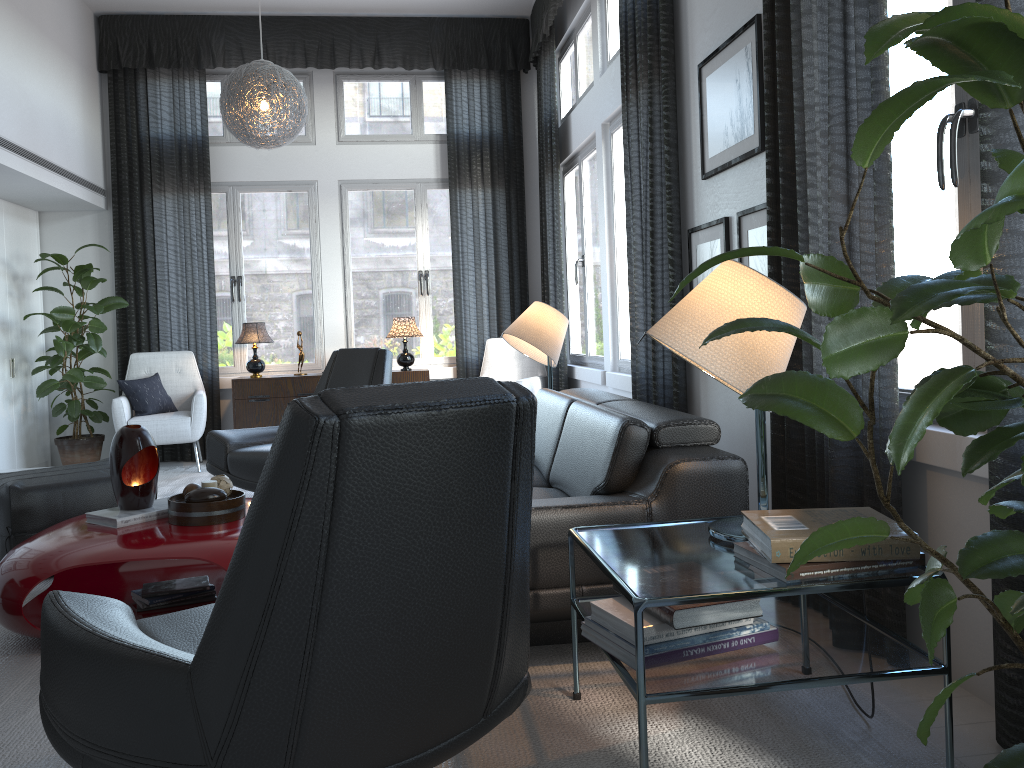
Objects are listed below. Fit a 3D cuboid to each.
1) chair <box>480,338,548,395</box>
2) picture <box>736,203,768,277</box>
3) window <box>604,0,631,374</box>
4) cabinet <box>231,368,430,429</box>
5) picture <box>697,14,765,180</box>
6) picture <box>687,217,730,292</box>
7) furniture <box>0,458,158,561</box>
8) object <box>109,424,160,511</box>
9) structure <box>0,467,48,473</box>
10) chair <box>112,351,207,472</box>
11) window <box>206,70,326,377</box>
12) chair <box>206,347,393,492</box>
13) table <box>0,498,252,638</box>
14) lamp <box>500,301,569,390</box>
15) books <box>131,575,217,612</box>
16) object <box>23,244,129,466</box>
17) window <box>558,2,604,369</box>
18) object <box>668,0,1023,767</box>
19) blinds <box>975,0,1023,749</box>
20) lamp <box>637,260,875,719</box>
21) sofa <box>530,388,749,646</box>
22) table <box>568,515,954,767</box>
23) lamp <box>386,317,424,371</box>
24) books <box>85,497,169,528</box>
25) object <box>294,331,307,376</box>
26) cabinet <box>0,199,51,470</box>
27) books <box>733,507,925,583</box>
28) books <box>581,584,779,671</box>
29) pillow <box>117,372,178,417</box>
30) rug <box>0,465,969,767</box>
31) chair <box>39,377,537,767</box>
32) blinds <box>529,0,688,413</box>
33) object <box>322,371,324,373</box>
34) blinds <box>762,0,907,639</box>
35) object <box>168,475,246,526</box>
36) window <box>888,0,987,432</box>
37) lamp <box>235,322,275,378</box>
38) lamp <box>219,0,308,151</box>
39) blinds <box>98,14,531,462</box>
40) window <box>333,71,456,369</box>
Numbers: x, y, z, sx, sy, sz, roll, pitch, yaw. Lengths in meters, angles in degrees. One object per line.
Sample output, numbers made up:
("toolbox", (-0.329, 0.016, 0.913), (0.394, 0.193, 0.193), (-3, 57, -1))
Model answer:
("chair", (-0.073, 0.075, 6.502), (0.593, 0.822, 0.614), (-1, 2, 22))
("picture", (0.873, -0.459, 3.065), (0.020, 0.326, 0.428), (-2, 3, -8))
("window", (0.674, -1.194, 4.638), (0.133, 2.321, 1.269), (-2, 2, -8))
("cabinet", (-1.307, 0.229, 6.554), (1.399, 0.612, 0.386), (-3, 2, -8))
("picture", (0.813, -1.048, 3.320), (0.020, 0.466, 0.589), (-2, 3, -8))
("picture", (0.798, -0.489, 3.600), (0.020, 0.326, 0.428), (-2, 3, -8))
("furniture", (-1.863, 0.543, 3.710), (0.600, 0.377, 0.614), (-5, 4, -44))
("object", (-1.274, 0.278, 2.985), (0.151, 0.280, 0.153), (-1, 2, 32))
("structure", (-2.473, 0.787, 1.870), (0.393, 0.135, 7.217), (-3, 4, -8))
("chair", (-2.442, 0.188, 6.189), (0.594, 0.822, 0.613), (-3, 2, -18))
("window", (-2.109, -1.215, 6.730), (1.268, 2.321, 0.133), (-3, 1, -8))
("chair", (-0.963, 0.235, 4.459), (0.840, 0.809, 0.806), (-1, 3, 30))
("table", (-1.150, 0.592, 2.992), (0.942, 0.300, 0.940), (-3, 3, -8))
("lamp", (0.403, 0.095, 4.182), (0.475, 1.014, 1.168), (-3, 3, -34))
("books", (-1.142, 0.707, 3.013), (0.272, 0.054, 0.204), (-4, 4, -32))
("object", (-2.960, -0.163, 6.024), (0.936, 1.588, 0.640), (-1, 2, 37))
("window", (0.479, -1.274, 6.042), (0.133, 2.321, 1.269), (-2, 2, -8))
("object", (0.591, 0.129, 1.022), (0.784, 1.330, 0.536), (-2, 2, 2))
("blinds", (1.007, -0.792, 1.260), (0.115, 3.108, 1.082), (-3, 2, -10))
("lamp", (0.658, 0.199, 2.353), (0.474, 1.014, 1.170), (-2, 3, 18))
("sofa", (0.044, 0.373, 3.179), (0.936, 0.616, 1.907), (-3, 3, -8))
("table", (0.470, 0.547, 1.857), (0.593, 0.410, 0.594), (-3, 3, -8))
("lamp", (-0.793, -0.298, 6.570), (0.280, 0.397, 0.281), (-2, 2, 18))
("books", (-1.239, 0.431, 2.992), (0.201, 0.030, 0.307), (0, 4, 37))
("object", (-1.556, -0.226, 6.493), (0.096, 0.324, 0.096), (-2, 1, -8))
("cabinet", (-3.453, -0.287, 5.946), (0.191, 1.893, 1.173), (-2, 2, -8))
("books", (0.613, 0.310, 1.752), (0.320, 0.075, 0.279), (-2, 3, -3))
("books", (0.342, 0.457, 1.764), (0.322, 0.115, 0.279), (-4, 4, -23))
("pillow", (-2.532, 0.075, 6.170), (0.252, 0.295, 0.357), (-2, 3, 19))
("rug", (-0.727, 0.745, 2.633), (2.955, 0.032, 7.779), (-3, 4, -8))
("chair", (-0.313, 0.392, 1.534), (0.841, 0.809, 0.804), (-4, 3, -35))
("blinds", (0.438, -1.106, 5.333), (0.189, 3.274, 3.216), (-2, 2, -8))
("object", (-1.191, -0.172, 6.529), (0.406, 0.180, 0.181), (-3, 2, -8))
("blinds", (1.001, -0.877, 1.293), (0.189, 3.274, 3.216), (-2, 2, -8))
("object", (-1.006, 0.379, 2.920), (0.242, 0.133, 0.242), (-1, 3, 30))
("window", (1.038, -1.046, 2.028), (0.133, 2.321, 1.269), (-2, 2, -8))
("lamp", (-1.863, -0.246, 6.422), (0.280, 0.397, 0.281), (-2, 2, 18))
("lamp", (-1.495, -2.050, 5.283), (0.513, 1.305, 0.515), (-3, 2, -13))
("blinds", (-1.386, -1.120, 6.700), (3.213, 3.274, 0.189), (-3, 1, -8))
("window", (-0.706, -1.282, 6.925), (1.268, 2.321, 0.133), (-3, 1, -8))
